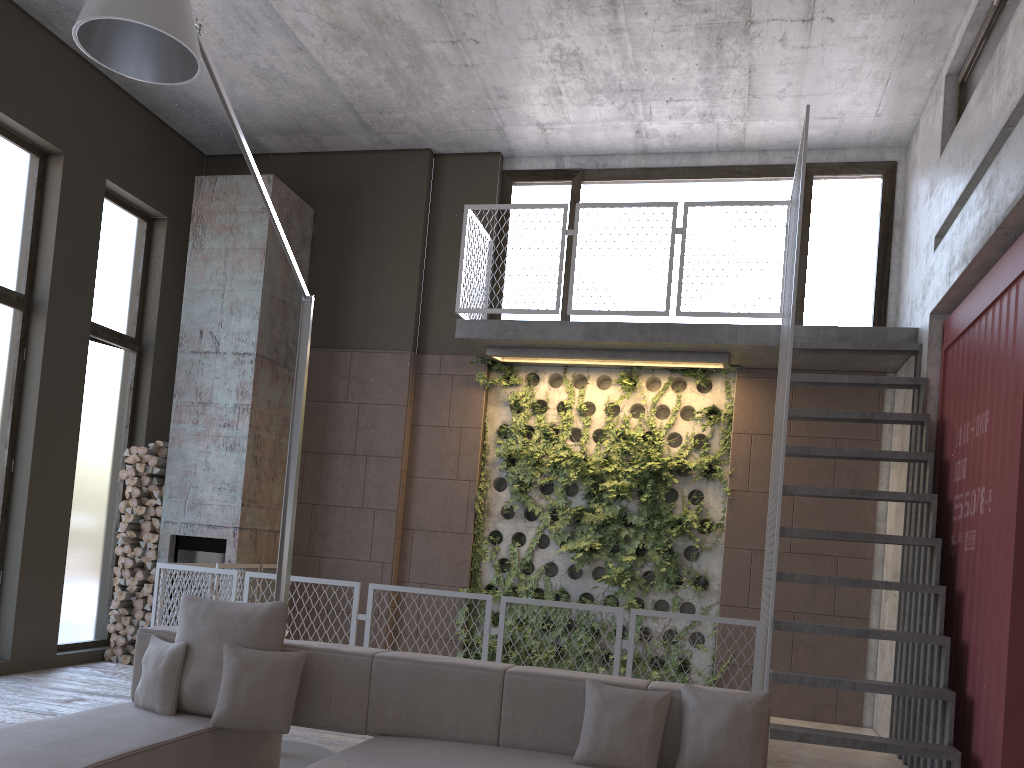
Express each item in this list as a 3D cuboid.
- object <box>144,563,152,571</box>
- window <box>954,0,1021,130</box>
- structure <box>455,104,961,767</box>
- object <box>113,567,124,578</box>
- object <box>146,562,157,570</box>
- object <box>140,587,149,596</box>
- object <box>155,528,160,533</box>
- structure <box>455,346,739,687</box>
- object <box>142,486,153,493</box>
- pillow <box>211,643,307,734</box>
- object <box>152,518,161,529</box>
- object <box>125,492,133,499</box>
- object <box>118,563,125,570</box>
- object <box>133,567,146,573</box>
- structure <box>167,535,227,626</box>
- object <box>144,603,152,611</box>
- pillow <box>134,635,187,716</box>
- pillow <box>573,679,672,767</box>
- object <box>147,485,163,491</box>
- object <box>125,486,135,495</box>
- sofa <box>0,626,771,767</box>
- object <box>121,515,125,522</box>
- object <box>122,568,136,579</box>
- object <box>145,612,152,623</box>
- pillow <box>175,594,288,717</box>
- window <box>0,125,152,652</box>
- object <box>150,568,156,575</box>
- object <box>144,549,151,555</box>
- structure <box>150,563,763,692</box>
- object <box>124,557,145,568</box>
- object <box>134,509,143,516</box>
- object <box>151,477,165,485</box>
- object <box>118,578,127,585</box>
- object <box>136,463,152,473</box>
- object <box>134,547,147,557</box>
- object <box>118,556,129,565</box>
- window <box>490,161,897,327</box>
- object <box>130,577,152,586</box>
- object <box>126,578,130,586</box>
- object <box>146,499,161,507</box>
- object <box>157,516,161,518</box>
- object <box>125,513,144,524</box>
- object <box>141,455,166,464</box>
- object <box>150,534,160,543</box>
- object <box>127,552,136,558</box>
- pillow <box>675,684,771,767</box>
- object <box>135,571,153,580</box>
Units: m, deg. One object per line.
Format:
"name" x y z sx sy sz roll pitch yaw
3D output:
"object" -3.351 1.730 8.305 0.103 0.101 0.297 3 -10 13
"window" 2.179 -2.781 2.204 0.113 0.598 8.594 4 -11 14
"structure" 1.116 0.585 6.663 3.676 4.268 3.081 3 -5 14
"object" -3.601 1.779 8.257 0.088 0.107 0.372 3 -10 14
"object" -3.279 1.710 8.216 0.066 0.084 0.433 4 -10 12
"object" -3.301 1.938 8.229 0.090 0.088 0.463 3 -11 13
"object" -3.226 1.377 8.261 0.101 0.085 0.369 3 -10 13
"structure" 0.762 1.357 7.866 2.622 3.781 1.016 4 -3 14
"object" -3.355 1.002 8.270 0.064 0.073 0.366 3 -10 13
"pillow" -1.117 1.348 3.883 0.378 0.368 0.170 6 -4 -13
"object" -3.217 1.317 8.191 0.088 0.107 0.372 3 -10 14
"object" -3.522 1.052 8.208 0.045 0.071 0.255 4 -10 14
"object" -3.576 1.701 8.181 0.045 0.071 0.255 4 -10 14
"object" -3.420 1.778 8.284 0.101 0.085 0.369 3 -10 13
"structure" -2.831 1.854 7.977 0.575 0.918 0.057 4 -3 14
"object" -3.279 2.075 8.201 0.071 0.071 0.430 3 -11 13
"pillow" -1.637 1.368 4.085 0.152 0.372 0.369 8 -7 -42
"pillow" 0.457 1.423 3.616 0.369 0.355 0.189 3 -4 14
"object" -3.256 0.992 8.242 0.121 0.067 0.370 2 -11 15
"object" -3.515 1.020 8.296 0.100 0.101 0.298 3 -10 15
"sofa" -0.703 1.385 2.784 2.991 0.775 3.067 2 -11 14
"object" -3.516 1.282 8.260 0.067 0.066 0.430 3 -11 13
"object" -3.503 1.786 8.277 0.092 0.092 0.445 3 -11 13
"object" -3.258 2.172 8.200 0.091 0.091 0.445 3 -11 13
"pillow" -1.334 1.259 4.050 0.562 0.551 0.224 3 -4 16
"window" -4.726 -0.500 4.001 0.209 4.107 9.374 4 -9 13
"object" -3.228 1.743 8.201 0.066 0.084 0.433 4 -10 12
"object" -3.295 1.581 8.244 0.067 0.070 0.431 3 -11 13
"structure" -0.360 2.091 7.019 4.418 0.923 1.962 2 -10 14
"object" -3.490 1.673 8.203 0.098 0.105 0.299 3 -10 15
"object" -3.366 1.209 8.251 0.114 0.078 0.443 3 -11 13
"object" -3.240 0.932 8.270 0.067 0.070 0.431 3 -11 13
"object" -3.553 1.860 8.278 0.067 0.066 0.430 3 -11 13
"object" -3.348 0.815 8.259 0.093 0.082 0.488 3 -11 13
"object" -3.370 1.583 8.231 0.090 0.088 0.463 3 -11 12
"object" -3.570 1.669 8.269 0.100 0.101 0.298 3 -10 15
"window" 1.578 -1.133 8.102 3.558 1.733 0.111 3 -3 14
"object" -3.401 1.857 8.239 0.093 0.082 0.488 3 -11 13
"object" -3.475 1.864 8.258 0.067 0.066 0.430 3 -11 13
"object" -3.270 1.143 8.275 0.114 0.078 0.443 3 -11 13
"object" -3.187 1.207 8.203 0.100 0.101 0.298 3 -10 15
"object" -3.443 1.274 8.241 0.093 0.082 0.488 3 -11 13
"object" -3.313 0.724 8.220 0.103 0.083 0.369 3 -11 13
"object" -3.207 1.455 8.216 0.093 0.082 0.488 3 -11 13
"object" -3.471 1.605 8.234 0.088 0.056 0.338 3 -11 13
"pillow" 0.846 1.405 3.543 0.361 0.362 0.190 3 -5 19
"object" -3.337 1.791 8.207 0.090 0.088 0.463 3 -11 15
